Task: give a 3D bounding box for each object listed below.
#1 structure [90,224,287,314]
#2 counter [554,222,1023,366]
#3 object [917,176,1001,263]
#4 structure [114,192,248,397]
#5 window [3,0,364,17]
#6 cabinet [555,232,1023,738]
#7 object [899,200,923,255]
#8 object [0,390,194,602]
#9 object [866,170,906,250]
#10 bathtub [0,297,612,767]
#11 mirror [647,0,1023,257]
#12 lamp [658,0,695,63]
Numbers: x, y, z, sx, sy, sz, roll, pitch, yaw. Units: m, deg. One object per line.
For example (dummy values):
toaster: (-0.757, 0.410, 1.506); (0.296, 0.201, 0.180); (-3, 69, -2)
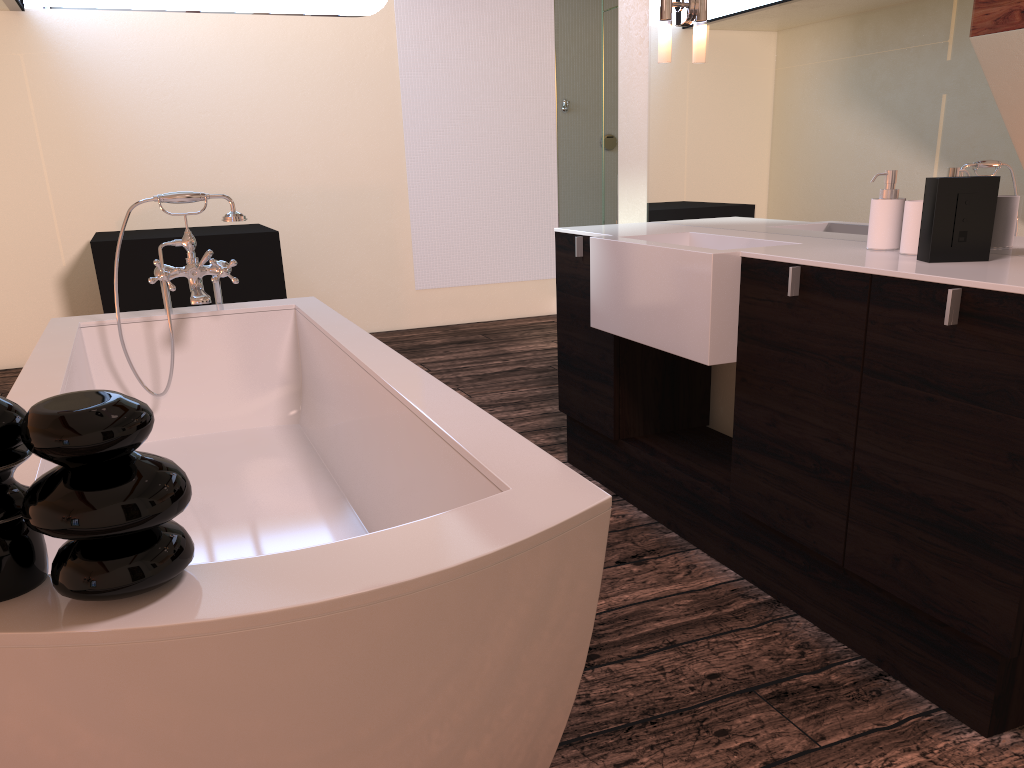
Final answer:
structure: (-1.711, -0.473, 4.784); (0.867, 0.870, 0.793); (-9, 18, -21)
counter: (0.632, -0.244, 2.254); (0.441, 0.299, 1.839); (-8, 17, -21)
object: (0.875, -0.360, 1.742); (0.116, 0.180, 0.066); (-2, 17, 1)
structure: (-0.948, -0.087, 2.760); (0.384, 1.133, 0.548); (-4, 17, -7)
window: (-1.043, -2.258, 3.450); (2.103, 0.684, 3.486); (-8, 17, -21)
cabinet: (0.670, 0.067, 2.363); (0.385, 0.933, 1.839); (-9, 17, -21)
object: (0.871, -0.371, 1.889); (0.073, 0.124, 0.073); (-10, 19, -25)
object: (-0.468, 0.123, 0.905); (0.276, 0.231, 0.154); (0, 17, 8)
object: (0.841, -0.435, 1.993); (0.080, 0.192, 0.073); (4, 18, 17)
bathtub: (-0.602, 0.317, 1.962); (0.797, 0.701, 2.196); (-9, 17, -21)
mirror: (1.061, -1.144, 1.417); (0.011, 1.864, 3.205); (-9, 17, -21)
lamp: (0.487, -1.288, 2.705); (0.083, 0.369, 0.130); (-9, 18, -21)
